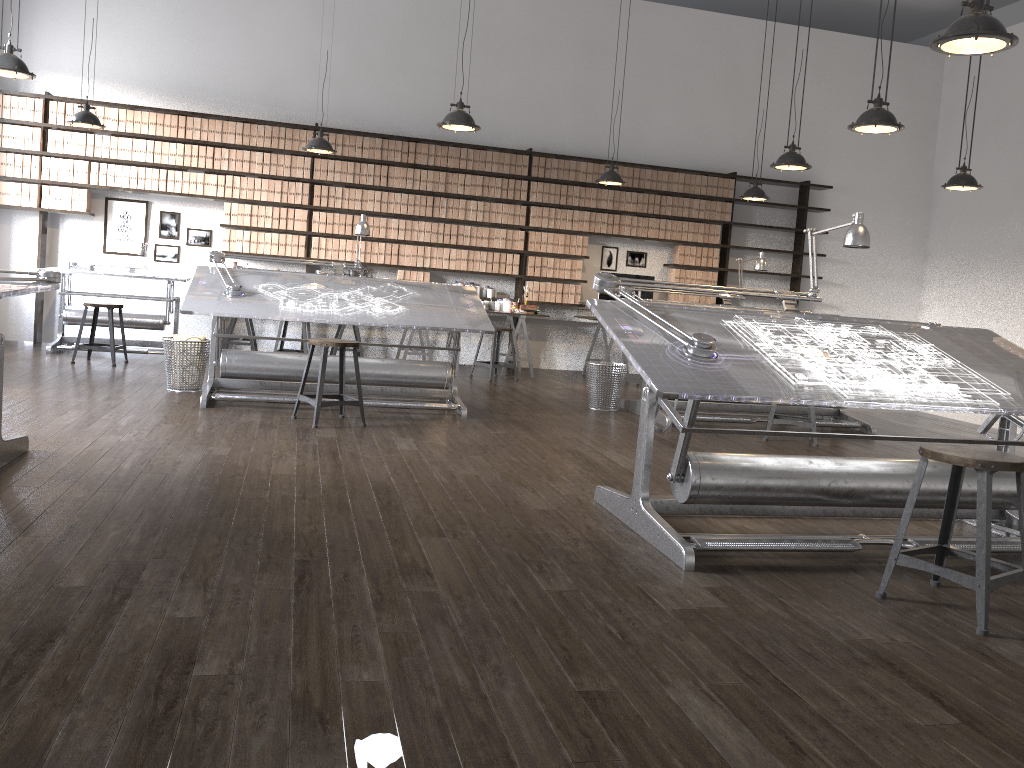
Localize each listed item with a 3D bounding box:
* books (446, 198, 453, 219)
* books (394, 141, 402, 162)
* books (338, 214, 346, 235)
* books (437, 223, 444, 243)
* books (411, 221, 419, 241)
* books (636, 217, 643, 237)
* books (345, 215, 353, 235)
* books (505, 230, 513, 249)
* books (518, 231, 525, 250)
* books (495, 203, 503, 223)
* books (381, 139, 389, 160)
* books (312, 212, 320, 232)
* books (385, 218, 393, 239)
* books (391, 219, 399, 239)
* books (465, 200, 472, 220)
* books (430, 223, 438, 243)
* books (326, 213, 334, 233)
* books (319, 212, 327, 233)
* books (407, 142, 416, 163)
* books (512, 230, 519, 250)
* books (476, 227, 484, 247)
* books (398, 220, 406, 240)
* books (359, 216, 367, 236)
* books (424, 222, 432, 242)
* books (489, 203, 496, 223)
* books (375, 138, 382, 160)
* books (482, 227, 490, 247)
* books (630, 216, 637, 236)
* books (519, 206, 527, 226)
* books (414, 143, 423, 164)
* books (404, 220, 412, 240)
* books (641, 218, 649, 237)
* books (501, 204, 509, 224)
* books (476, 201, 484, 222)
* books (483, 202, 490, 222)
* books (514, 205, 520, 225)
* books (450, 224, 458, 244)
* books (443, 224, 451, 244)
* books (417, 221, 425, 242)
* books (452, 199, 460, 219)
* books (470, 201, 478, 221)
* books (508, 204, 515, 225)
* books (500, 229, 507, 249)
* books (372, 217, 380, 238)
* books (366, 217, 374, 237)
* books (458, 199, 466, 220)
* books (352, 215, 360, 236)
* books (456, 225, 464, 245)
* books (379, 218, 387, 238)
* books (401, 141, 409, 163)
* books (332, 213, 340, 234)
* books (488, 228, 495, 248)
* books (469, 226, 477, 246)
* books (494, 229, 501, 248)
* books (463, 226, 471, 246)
[{"bbox_3d":[-0.696,-1.911,9.693,0.066,0.225,0.175,4,5,-14],"label":"books"},{"bbox_3d":[-1.231,-2.488,9.516,0.066,0.225,0.175,4,5,-14],"label":"books"},{"bbox_3d":[-1.814,-1.692,9.442,0.066,0.225,0.175,4,5,-14],"label":"books"},{"bbox_3d":[-0.796,-1.640,9.688,0.066,0.225,0.175,4,5,-14],"label":"books"},{"bbox_3d":[-1.066,-1.654,9.625,0.066,0.225,0.175,4,5,-14],"label":"books"},{"bbox_3d":[1.440,-1.808,10.215,0.066,0.225,0.175,4,5,-14],"label":"books"},{"bbox_3d":[-1.741,-1.688,9.454,0.067,0.225,0.175,4,5,-14],"label":"books"},{"bbox_3d":[-0.048,-1.602,9.871,0.066,0.225,0.175,4,5,-14],"label":"books"},{"bbox_3d":[0.084,-1.594,9.899,0.067,0.225,0.175,4,5,-14],"label":"books"},{"bbox_3d":[-0.162,-1.884,9.820,0.066,0.225,0.175,4,5,-14],"label":"books"},{"bbox_3d":[-1.369,-2.496,9.486,0.066,0.225,0.175,4,5,-14],"label":"books"},{"bbox_3d":[-2.079,-1.706,9.374,0.066,0.225,0.175,4,5,-14],"label":"books"},{"bbox_3d":[-1.333,-1.668,9.557,0.066,0.225,0.175,4,5,-14],"label":"books"},{"bbox_3d":[-1.272,-1.664,9.571,0.066,0.225,0.175,4,5,-14],"label":"books"},{"bbox_3d":[-0.497,-1.901,9.740,0.066,0.225,0.175,4,5,-14],"label":"books"},{"bbox_3d":[-0.857,-1.643,9.669,0.067,0.225,0.175,4,5,-14],"label":"books"},{"bbox_3d":[-1.938,-1.698,9.405,0.067,0.225,0.175,4,5,-14],"label":"books"},{"bbox_3d":[-2.008,-1.702,9.388,0.066,0.225,0.175,4,5,-14],"label":"books"},{"bbox_3d":[-1.089,-2.481,9.549,0.067,0.225,0.175,4,5,-14],"label":"books"},{"bbox_3d":[0.019,-1.599,9.890,0.066,0.225,0.175,4,5,-14],"label":"books"},{"bbox_3d":[-0.372,-1.618,9.793,0.066,0.225,0.175,4,5,-14],"label":"books"},{"bbox_3d":[-1.201,-1.660,9.586,0.067,0.225,0.175,4,5,-14],"label":"books"},{"bbox_3d":[-1.600,-1.681,9.489,0.066,0.225,0.175,4,5,-14],"label":"books"},{"bbox_3d":[-0.927,-1.646,9.651,0.066,0.225,0.175,4,5,-14],"label":"books"},{"bbox_3d":[-0.230,-1.887,9.808,0.066,0.225,0.175,4,5,-14],"label":"books"},{"bbox_3d":[-1.433,-2.498,9.464,0.067,0.225,0.175,4,5,-14],"label":"books"},{"bbox_3d":[-0.305,-1.614,9.804,0.067,0.225,0.175,4,5,-14],"label":"books"},{"bbox_3d":[1.374,-1.811,10.195,0.066,0.225,0.175,4,5,-14],"label":"books"},{"bbox_3d":[0.102,-1.870,9.887,0.066,0.225,0.175,4,5,-14],"label":"books"},{"bbox_3d":[-1.018,-2.478,9.572,0.066,0.225,0.175,4,5,-14],"label":"books"},{"bbox_3d":[-1.134,-1.657,9.607,0.066,0.225,0.175,4,5,-14],"label":"books"},{"bbox_3d":[1.509,-1.804,10.230,0.066,0.225,0.175,4,5,-14],"label":"books"},{"bbox_3d":[-0.091,-1.880,9.834,0.066,0.225,0.175,4,5,-14],"label":"books"},{"bbox_3d":[-0.365,-1.894,9.769,0.067,0.225,0.175,4,5,-14],"label":"books"},{"bbox_3d":[-0.298,-1.891,9.789,0.066,0.225,0.175,4,5,-14],"label":"books"},{"bbox_3d":[0.034,-1.874,9.869,0.066,0.225,0.175,4,5,-14],"label":"books"},{"bbox_3d":[-0.650,-1.632,9.720,0.067,0.225,0.175,4,5,-14],"label":"books"},{"bbox_3d":[-0.723,-1.636,9.708,0.066,0.225,0.175,4,5,-14],"label":"books"},{"bbox_3d":[-0.998,-1.650,9.638,0.066,0.225,0.175,4,5,-14],"label":"books"},{"bbox_3d":[-0.627,-1.908,9.710,0.066,0.225,0.175,4,5,-14],"label":"books"},{"bbox_3d":[-0.436,-1.897,9.754,0.066,0.225,0.175,4,5,-14],"label":"books"},{"bbox_3d":[-0.026,-1.876,9.850,0.067,0.225,0.175,4,5,-14],"label":"books"},{"bbox_3d":[-0.116,-1.605,9.851,0.067,0.225,0.175,4,5,-14],"label":"books"},{"bbox_3d":[-1.463,-1.674,9.527,0.066,0.225,0.175,4,5,-14],"label":"books"},{"bbox_3d":[-1.532,-1.678,9.510,0.066,0.225,0.175,4,5,-14],"label":"books"},{"bbox_3d":[-0.561,-1.904,9.720,0.067,0.225,0.175,4,5,-14],"label":"books"},{"bbox_3d":[-1.670,-1.685,9.477,0.066,0.225,0.175,4,5,-14],"label":"books"},{"bbox_3d":[-0.579,-1.629,9.743,0.066,0.225,0.175,4,5,-14],"label":"books"},{"bbox_3d":[-1.397,-1.670,9.537,0.067,0.225,0.175,4,5,-14],"label":"books"},{"bbox_3d":[-1.163,-2.485,9.537,0.066,0.225,0.175,4,5,-14],"label":"books"},{"bbox_3d":[-1.877,-1.695,9.424,0.066,0.225,0.175,4,5,-14],"label":"books"},{"bbox_3d":[-0.242,-1.612,9.824,0.066,0.225,0.175,4,5,-14],"label":"books"},{"bbox_3d":[-0.441,-1.622,9.776,0.066,0.225,0.175,4,5,-14],"label":"books"},{"bbox_3d":[-0.181,-1.608,9.837,0.066,0.225,0.175,4,5,-14],"label":"books"},{"bbox_3d":[-0.509,-1.625,9.756,0.066,0.225,0.175,4,5,-14],"label":"books"}]
